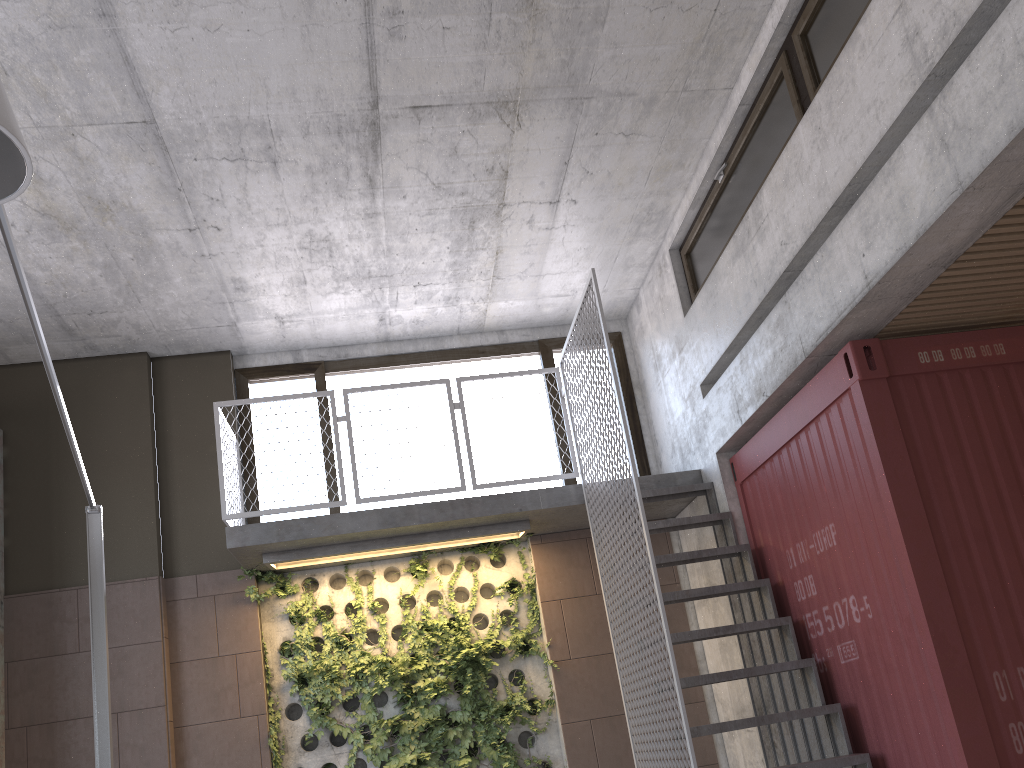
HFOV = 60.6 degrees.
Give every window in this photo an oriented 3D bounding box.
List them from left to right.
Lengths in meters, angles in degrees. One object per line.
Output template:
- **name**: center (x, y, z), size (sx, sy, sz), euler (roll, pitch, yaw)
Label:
- **window**: center (-0.585, 0.509, 7.882), size (3.557, 1.680, 0.114), euler (-6, -16, -8)
- **window**: center (1.821, -2.564, 2.930), size (0.113, 0.581, 8.844), euler (-7, -23, -9)

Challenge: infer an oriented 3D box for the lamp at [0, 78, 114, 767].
- **lamp**: center (-1.463, 1.099, 2.934), size (0.754, 3.282, 2.749), euler (-4, -19, -21)

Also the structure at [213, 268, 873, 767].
- **structure**: center (-0.084, 1.774, 6.039), size (3.674, 4.137, 3.175), euler (-7, -18, -9)

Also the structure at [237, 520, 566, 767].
- **structure**: center (-0.690, 2.824, 6.878), size (2.621, 3.664, 1.048), euler (-7, -16, -9)
